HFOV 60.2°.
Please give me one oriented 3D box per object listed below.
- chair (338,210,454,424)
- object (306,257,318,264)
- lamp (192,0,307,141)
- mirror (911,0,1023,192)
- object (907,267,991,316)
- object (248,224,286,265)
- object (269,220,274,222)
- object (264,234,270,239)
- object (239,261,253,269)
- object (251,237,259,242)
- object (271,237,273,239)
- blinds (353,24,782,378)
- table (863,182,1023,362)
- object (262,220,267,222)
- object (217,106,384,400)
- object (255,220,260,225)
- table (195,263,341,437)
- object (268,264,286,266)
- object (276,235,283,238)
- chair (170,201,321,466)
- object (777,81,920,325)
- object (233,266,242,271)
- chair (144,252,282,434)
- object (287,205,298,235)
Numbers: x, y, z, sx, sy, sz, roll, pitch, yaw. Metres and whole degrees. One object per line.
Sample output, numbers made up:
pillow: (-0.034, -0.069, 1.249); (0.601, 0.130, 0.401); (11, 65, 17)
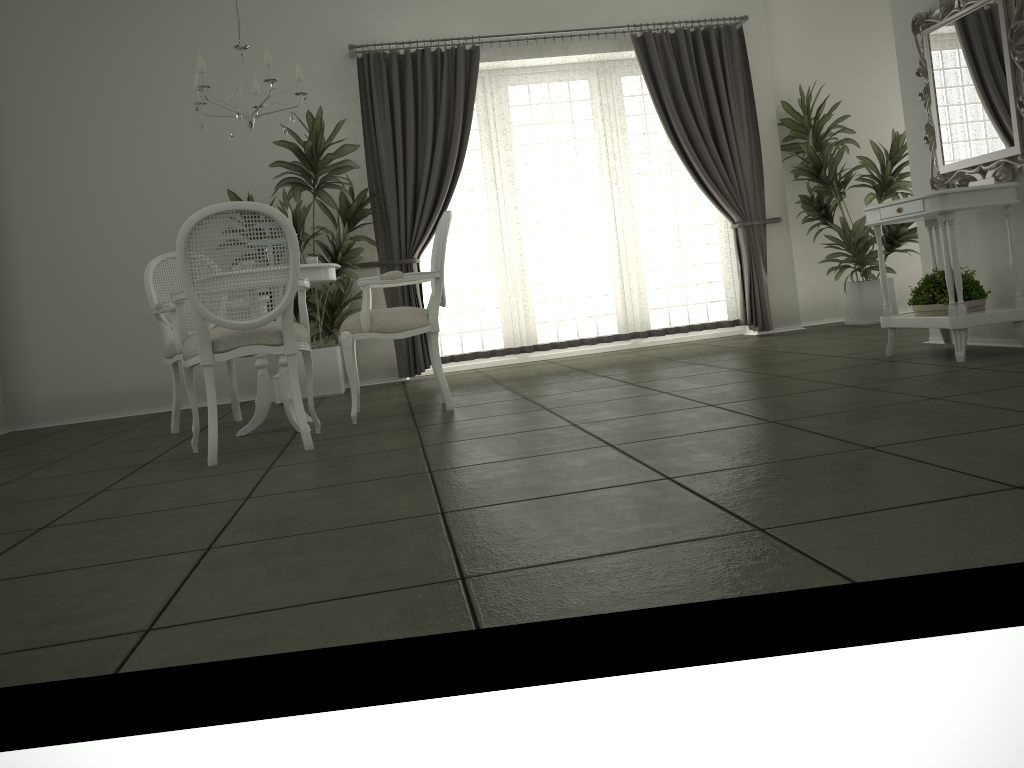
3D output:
chair: (-0.604, -0.379, 4.791); (0.691, 1.063, 0.595); (-7, 1, -8)
object: (-1.059, -0.651, 4.710); (0.062, 0.049, 0.078); (-5, 4, 25)
lamp: (-1.488, -2.527, 4.622); (0.595, 2.438, 0.591); (-7, 0, -30)
mirror: (2.330, -1.596, 4.487); (0.082, 1.208, 0.838); (-7, 2, -8)
object: (2.189, -0.475, 4.438); (0.375, 0.231, 0.347); (-8, 4, -13)
object: (-1.277, -0.714, 4.644); (0.210, 0.248, 0.212); (-6, 2, 24)
object: (-1.256, -0.855, 4.629); (0.039, 0.032, 0.039); (-7, 3, -2)
object: (-1.272, -0.758, 4.571); (0.040, 0.032, 0.039); (-10, 4, -42)
object: (-1.308, -0.583, 4.356); (0.062, 0.049, 0.078); (-7, 4, 2)
object: (-1.340, -0.753, 4.598); (0.039, 0.032, 0.040); (-4, 4, 43)
object: (-1.294, -0.769, 4.717); (0.039, 0.032, 0.040); (-5, 4, 33)
blinds: (0.473, -1.515, 7.283); (3.665, 2.603, 0.659); (-7, 0, -8)
table: (2.172, -0.548, 4.437); (0.433, 0.805, 0.699); (-7, 2, -8)
object: (-1.287, -0.849, 4.603); (0.039, 0.032, 0.039); (-6, 3, 13)
object: (-1.552, -0.952, 6.548); (1.159, 2.096, 1.043); (-7, 1, 10)
object: (-1.325, -0.846, 4.619); (0.039, 0.032, 0.040); (-5, 3, 23)
table: (-1.223, -0.175, 4.621); (0.741, 0.829, 0.740); (-7, 2, -11)
object: (-1.165, -0.586, 4.410); (0.119, 0.016, 0.118); (-8, 5, -18)
object: (-1.215, -0.769, 4.617); (0.039, 0.032, 0.040); (-4, 4, 43)
chair: (-1.168, -0.229, 3.887); (0.597, 1.063, 0.689); (-7, 2, -18)
object: (2.890, -1.556, 7.379); (1.159, 2.096, 1.043); (-7, 1, 10)
object: (-1.466, -0.604, 4.727); (0.063, 0.049, 0.077); (-8, 4, -28)
chair: (-1.740, -0.273, 5.098); (0.599, 1.063, 0.687); (-8, 2, -43)
object: (-1.202, -0.798, 4.834); (0.088, 0.364, 0.087); (-7, 0, -31)
